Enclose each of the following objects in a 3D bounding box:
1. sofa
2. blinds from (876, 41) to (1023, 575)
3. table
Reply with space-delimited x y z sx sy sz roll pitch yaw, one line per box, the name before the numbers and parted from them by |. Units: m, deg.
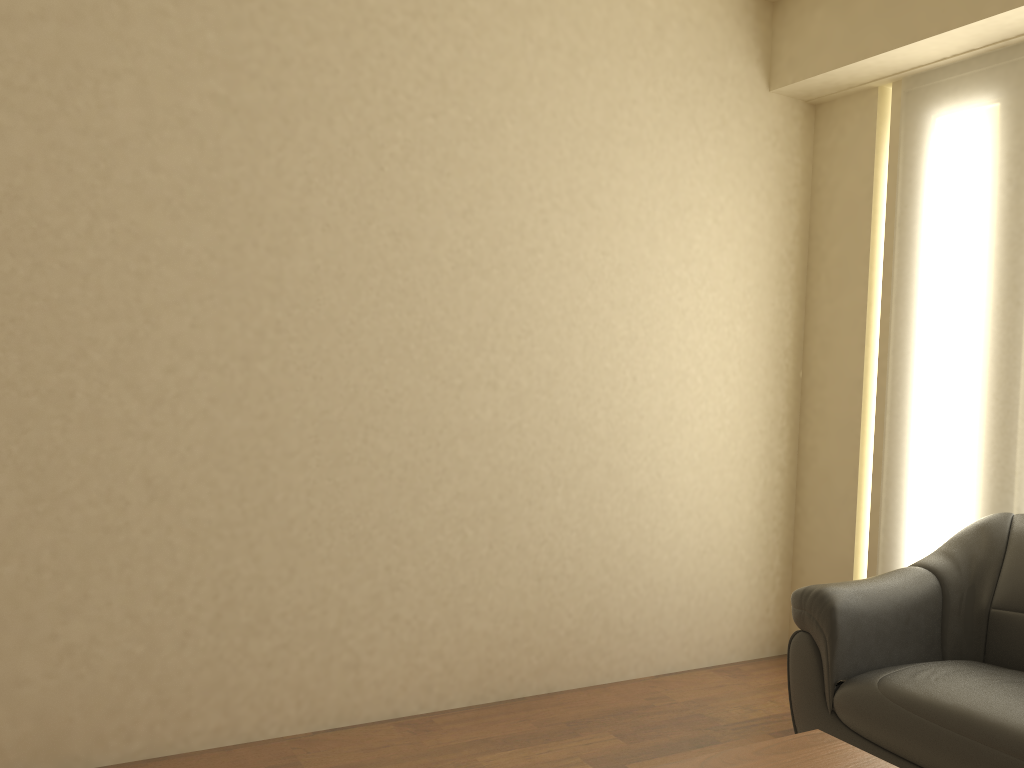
sofa | 1.833 0.870 2.086 0.944 0.918 2.337 2 1 -29
blinds | 2.286 -0.020 2.530 0.002 2.453 2.830 2 1 -29
table | 0.547 1.052 1.293 1.045 0.482 1.213 2 1 -29
